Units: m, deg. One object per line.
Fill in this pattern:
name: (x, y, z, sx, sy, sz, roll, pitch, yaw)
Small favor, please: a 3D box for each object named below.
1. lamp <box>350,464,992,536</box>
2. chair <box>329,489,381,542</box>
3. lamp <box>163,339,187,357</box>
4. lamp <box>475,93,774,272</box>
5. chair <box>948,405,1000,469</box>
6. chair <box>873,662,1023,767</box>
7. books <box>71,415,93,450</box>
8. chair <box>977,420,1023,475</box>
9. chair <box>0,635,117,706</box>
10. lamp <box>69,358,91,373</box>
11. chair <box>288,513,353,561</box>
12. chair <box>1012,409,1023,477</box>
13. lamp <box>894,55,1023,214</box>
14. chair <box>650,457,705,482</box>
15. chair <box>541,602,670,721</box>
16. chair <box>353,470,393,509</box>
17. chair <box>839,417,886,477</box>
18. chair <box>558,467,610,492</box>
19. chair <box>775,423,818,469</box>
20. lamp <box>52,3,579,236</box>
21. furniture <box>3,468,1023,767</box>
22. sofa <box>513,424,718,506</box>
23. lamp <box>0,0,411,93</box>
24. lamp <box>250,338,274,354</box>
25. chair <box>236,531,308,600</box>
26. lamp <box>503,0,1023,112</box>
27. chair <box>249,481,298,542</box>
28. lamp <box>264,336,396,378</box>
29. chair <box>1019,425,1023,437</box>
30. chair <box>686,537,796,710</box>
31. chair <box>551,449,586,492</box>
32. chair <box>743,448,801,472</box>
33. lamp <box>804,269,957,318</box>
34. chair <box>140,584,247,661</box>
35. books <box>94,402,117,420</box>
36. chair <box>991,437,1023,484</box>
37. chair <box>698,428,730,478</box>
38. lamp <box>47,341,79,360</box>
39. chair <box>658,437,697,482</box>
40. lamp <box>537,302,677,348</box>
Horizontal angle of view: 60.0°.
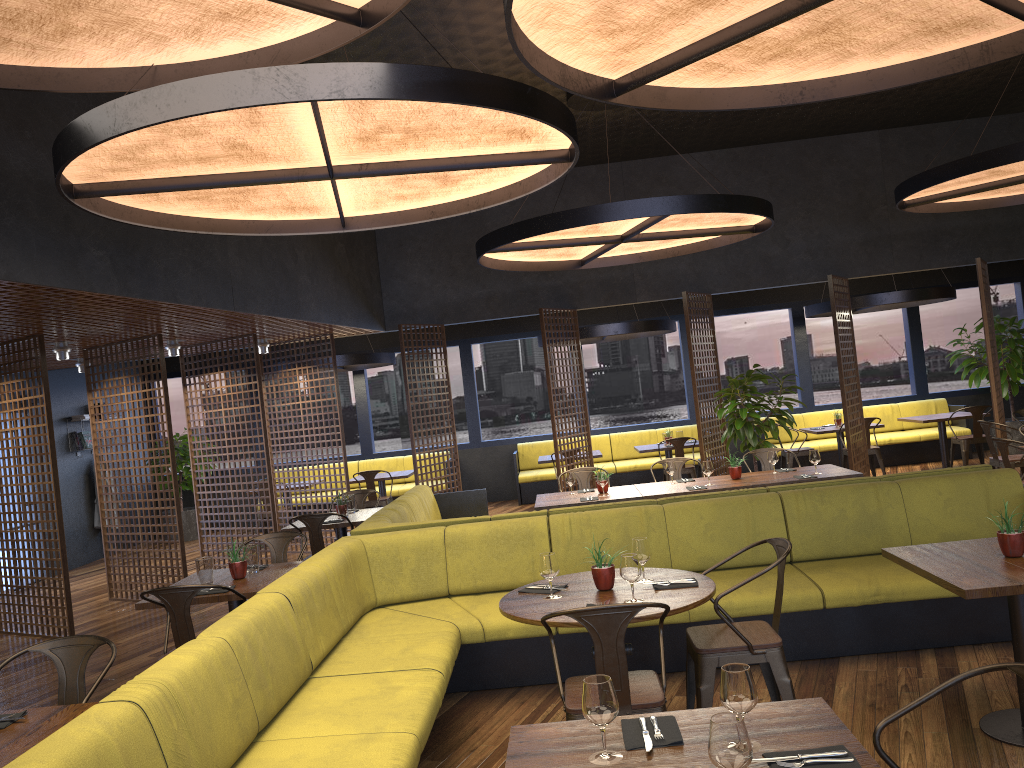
lamp: (-1.231, 0.591, 7.530, 9.057, 2.714, 3.017, -6, -1, 3)
chair: (-1.538, 1.540, 8.855, 0.504, 0.917, 0.541, -6, -1, 3)
lamp: (-3.709, -0.393, 9.707, 0.228, 0.172, 0.228, -6, -1, 3)
lamp: (0.969, -2.041, 8.424, 2.778, 1.475, 2.778, -6, -1, 3)
chair: (6.041, 0.734, 11.630, 0.504, 0.917, 0.541, -6, -1, 3)
chair: (1.115, 1.180, 2.128, 0.541, 0.917, 0.504, -6, -1, 3)
books: (-6.062, 0.684, 12.505, 0.223, 0.489, 0.286, -6, -1, -6)
chair: (5.165, 0.805, 9.154, 0.541, 0.917, 0.504, -6, -1, 3)
chair: (-1.812, 1.516, 3.475, 0.504, 0.917, 0.541, -6, -1, 3)
lamp: (-5.146, -0.225, 10.638, 0.228, 0.172, 0.228, -6, -1, 3)
chair: (-1.602, 1.535, 7.630, 0.504, 0.917, 0.541, -6, -1, 3)
chair: (5.927, 0.728, 9.862, 0.504, 0.917, 0.541, -6, -1, 3)
lamp: (4.951, -2.559, 8.138, 2.778, 1.362, 2.778, -6, -1, -33)
chair: (1.637, 1.188, 8.551, 0.504, 0.917, 0.541, -6, -1, 3)
chair: (0.408, 1.272, 3.530, 0.504, 0.917, 0.541, -6, -1, 3)
chair: (-1.847, 1.607, 12.038, 0.504, 0.917, 0.541, -6, -1, 3)
chair: (4.621, 0.891, 11.703, 0.504, 0.917, 0.541, -6, -1, 3)
chair: (0.737, 1.287, 8.598, 0.504, 0.917, 0.541, -6, -1, 3)
chair: (3.986, 0.969, 12.485, 0.541, 0.917, 0.504, -6, -1, 3)
lamp: (-1.088, -1.850, 4.984, 2.778, 1.475, 2.778, -6, -1, 7)
furniture: (0.892, 1.237, 5.005, 4.895, 0.914, 7.462, -6, -1, -2)
sofa: (1.588, 1.251, 13.875, 3.061, 0.914, 0.966, -6, -1, 3)
lamp: (-1.632, -1.990, 2.808, 2.778, 1.159, 2.778, -6, -1, -37)
lamp: (-3.016, -0.459, 10.728, 0.228, 0.172, 0.228, -6, -1, 3)
chair: (-1.656, 1.526, 6.169, 0.504, 0.917, 0.541, -6, -1, 3)
lamp: (1.278, -2.130, 3.036, 2.778, 1.475, 2.778, -6, -1, -38)
chair: (-3.267, 1.764, 12.111, 0.504, 0.917, 0.541, -6, -1, 3)
lamp: (-2.801, -1.274, 12.947, 1.979, 2.172, 1.979, -6, -1, 9)
chair: (5.016, 0.811, 8.135, 0.504, 0.917, 0.541, -6, -1, 3)
chair: (1.065, 1.205, 4.117, 0.541, 0.917, 0.504, -6, -1, 3)
chair: (0.816, 1.312, 11.900, 0.504, 0.917, 0.541, -6, -1, 3)
chair: (2.531, 1.089, 8.505, 0.504, 0.917, 0.541, -6, -1, 3)
lamp: (5.064, -2.147, 12.539, 1.979, 2.172, 1.979, -6, -1, -12)
chair: (-1.722, 1.521, 4.925, 0.504, 0.917, 0.541, -6, -1, 3)
books: (-6.066, 0.402, 13.181, 0.177, 0.245, 0.450, -6, -1, 3)
chair: (4.369, 0.875, 7.410, 0.541, 0.917, 0.504, -6, -1, 3)
chair: (2.874, 1.091, 12.481, 0.541, 0.917, 0.504, -6, -1, 3)
lamp: (-4.422, -0.324, 8.716, 0.228, 0.172, 0.228, -6, -1, 3)
chair: (2.235, 1.155, 11.827, 0.504, 0.917, 0.541, -6, -1, 3)
lamp: (1.245, -1.722, 12.737, 1.979, 2.172, 1.979, -6, -1, -42)
